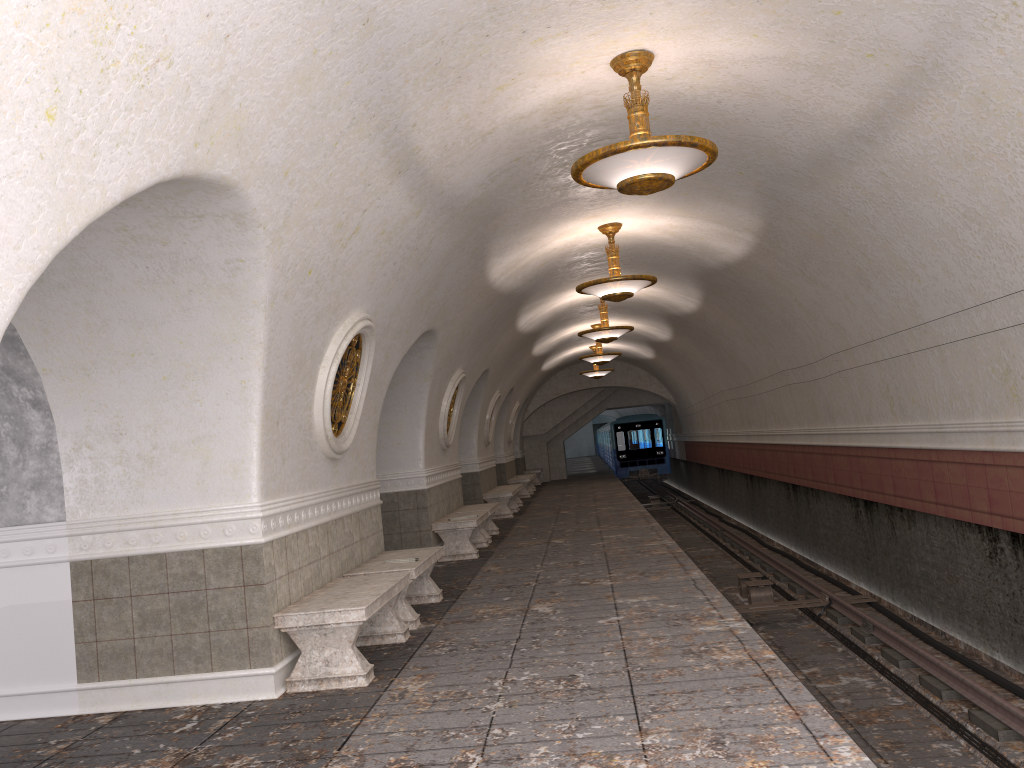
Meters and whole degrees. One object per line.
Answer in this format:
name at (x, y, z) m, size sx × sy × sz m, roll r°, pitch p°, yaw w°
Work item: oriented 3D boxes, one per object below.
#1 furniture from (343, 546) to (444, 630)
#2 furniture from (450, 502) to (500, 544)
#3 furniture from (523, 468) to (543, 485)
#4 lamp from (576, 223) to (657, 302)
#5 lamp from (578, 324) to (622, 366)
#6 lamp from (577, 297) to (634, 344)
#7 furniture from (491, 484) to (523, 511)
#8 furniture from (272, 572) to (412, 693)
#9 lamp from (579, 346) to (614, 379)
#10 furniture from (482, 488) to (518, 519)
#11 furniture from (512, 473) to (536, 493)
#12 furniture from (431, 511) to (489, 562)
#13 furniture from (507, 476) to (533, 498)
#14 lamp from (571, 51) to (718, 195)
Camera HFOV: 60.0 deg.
furniture at (-1.021, 1.849, 8.072) m, size 0.613 × 0.508 × 1.509 m, roll -6°, pitch -4°, yaw 4°
furniture at (-0.551, 2.211, 14.052) m, size 0.613 × 0.508 × 1.509 m, roll -6°, pitch -4°, yaw 4°
furniture at (0.748, 3.212, 30.575) m, size 0.613 × 0.508 × 1.509 m, roll -6°, pitch -4°, yaw 4°
lamp at (1.262, -1.481, 10.969) m, size 1.008 × 0.955 × 1.008 m, roll -5°, pitch -4°, yaw -12°
lamp at (2.018, -0.899, 20.580) m, size 1.008 × 0.955 × 1.008 m, roll -7°, pitch -4°, yaw 20°
lamp at (1.640, -1.190, 15.775) m, size 1.008 × 0.955 × 1.008 m, roll -7°, pitch -4°, yaw 20°
furniture at (-0.080, 2.574, 20.043) m, size 0.613 × 0.508 × 1.509 m, roll -6°, pitch -4°, yaw 4°
furniture at (-1.153, 1.748, 6.399) m, size 0.613 × 0.508 × 1.509 m, roll -6°, pitch -4°, yaw 4°
lamp at (2.396, -0.608, 25.386) m, size 1.008 × 0.955 × 1.008 m, roll -3°, pitch -5°, yaw -40°
furniture at (-0.211, 2.473, 18.370) m, size 0.613 × 0.508 × 1.509 m, roll -6°, pitch -4°, yaw 4°
furniture at (0.387, 2.933, 25.977) m, size 0.613 × 0.508 × 1.509 m, roll -6°, pitch -4°, yaw 4°
furniture at (-0.682, 2.110, 12.378) m, size 0.613 × 0.508 × 1.509 m, roll -6°, pitch -4°, yaw 4°
furniture at (0.255, 2.832, 24.303) m, size 0.613 × 0.508 × 1.509 m, roll -6°, pitch -4°, yaw 4°
lamp at (0.881, -1.774, 6.130) m, size 1.008 × 0.955 × 1.008 m, roll -5°, pitch -4°, yaw -12°
